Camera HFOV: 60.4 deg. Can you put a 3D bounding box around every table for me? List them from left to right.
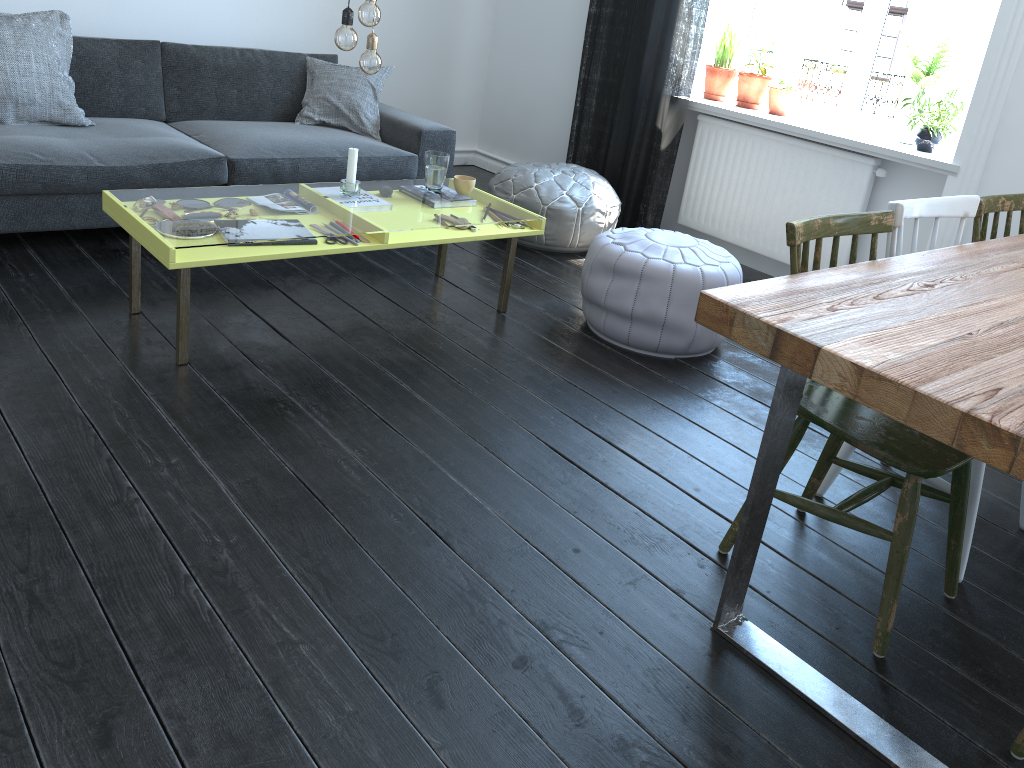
[{"bbox_3d":[-0.622,-0.442,3.131,1.415,0.385,0.618,-13,31,-39],"label":"table"},{"bbox_3d":[1.472,0.159,2.133,2.249,0.690,1.048,-13,31,-39],"label":"table"}]

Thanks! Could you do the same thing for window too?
[{"bbox_3d":[1.819,-2.209,4.156,0.108,1.915,1.615,-8,27,-39],"label":"window"}]

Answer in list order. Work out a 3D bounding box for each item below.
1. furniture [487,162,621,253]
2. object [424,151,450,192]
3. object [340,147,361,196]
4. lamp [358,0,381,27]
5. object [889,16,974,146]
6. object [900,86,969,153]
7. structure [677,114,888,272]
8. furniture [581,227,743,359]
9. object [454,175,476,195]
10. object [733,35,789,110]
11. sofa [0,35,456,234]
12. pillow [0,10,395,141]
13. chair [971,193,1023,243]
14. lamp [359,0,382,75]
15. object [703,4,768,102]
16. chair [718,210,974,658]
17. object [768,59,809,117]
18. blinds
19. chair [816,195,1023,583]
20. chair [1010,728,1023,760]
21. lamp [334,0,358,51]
[{"bbox_3d":[0.208,-0.928,4.497,0.686,0.368,0.700,-11,30,-39],"label":"furniture"},{"bbox_3d":[-0.300,-0.832,3.454,0.098,0.141,0.101,12,21,7],"label":"object"},{"bbox_3d":[-0.584,-0.779,3.212,0.074,0.167,0.077,6,20,-8],"label":"object"},{"bbox_3d":[-0.358,-1.824,2.602,0.074,1.443,0.077,10,19,4],"label":"lamp"},{"bbox_3d":[1.850,-1.357,3.961,0.329,0.545,0.406,13,21,10],"label":"object"},{"bbox_3d":[1.842,-1.153,3.825,0.287,0.284,0.294,-8,27,-35],"label":"object"},{"bbox_3d":[1.284,-0.917,4.349,0.074,0.605,1.096,-8,28,-39],"label":"structure"},{"bbox_3d":[0.577,-0.370,3.417,0.631,0.404,0.618,28,29,38],"label":"furniture"},{"bbox_3d":[-0.189,-0.779,3.468,0.086,0.064,0.090,3,23,-14],"label":"object"},{"bbox_3d":[1.279,-1.621,4.577,0.235,0.356,0.267,-3,24,-29],"label":"object"},{"bbox_3d":[-1.503,-1.161,4.036,2.397,0.697,1.116,-13,31,-39],"label":"sofa"},{"bbox_3d":[-1.487,-1.430,4.078,2.070,0.474,0.494,-10,28,-35],"label":"pillow"},{"bbox_3d":[1.537,-0.113,2.624,0.472,0.797,0.499,-10,28,-41],"label":"chair"},{"bbox_3d":[-0.368,-1.701,2.690,0.074,1.443,0.092,2,20,-18],"label":"lamp"},{"bbox_3d":[1.161,-1.766,4.706,0.305,0.481,0.341,20,24,28],"label":"object"},{"bbox_3d":[0.809,0.068,1.988,0.472,0.797,0.499,-10,28,-41],"label":"chair"},{"bbox_3d":[1.386,-1.491,4.438,0.196,0.267,0.182,14,21,13],"label":"object"},{"bbox_3d":[0.718,-2.258,4.507,0.113,2.866,0.827,-8,26,-40],"label":"blinds"},{"bbox_3d":[1.153,-0.040,2.319,0.470,0.812,0.525,-9,27,-40],"label":"chair"},{"bbox_3d":[1.278,0.377,1.466,0.472,0.797,0.499,-10,28,-41],"label":"chair"},{"bbox_3d":[-0.426,-1.743,2.594,0.086,1.443,0.077,12,19,8],"label":"lamp"}]
